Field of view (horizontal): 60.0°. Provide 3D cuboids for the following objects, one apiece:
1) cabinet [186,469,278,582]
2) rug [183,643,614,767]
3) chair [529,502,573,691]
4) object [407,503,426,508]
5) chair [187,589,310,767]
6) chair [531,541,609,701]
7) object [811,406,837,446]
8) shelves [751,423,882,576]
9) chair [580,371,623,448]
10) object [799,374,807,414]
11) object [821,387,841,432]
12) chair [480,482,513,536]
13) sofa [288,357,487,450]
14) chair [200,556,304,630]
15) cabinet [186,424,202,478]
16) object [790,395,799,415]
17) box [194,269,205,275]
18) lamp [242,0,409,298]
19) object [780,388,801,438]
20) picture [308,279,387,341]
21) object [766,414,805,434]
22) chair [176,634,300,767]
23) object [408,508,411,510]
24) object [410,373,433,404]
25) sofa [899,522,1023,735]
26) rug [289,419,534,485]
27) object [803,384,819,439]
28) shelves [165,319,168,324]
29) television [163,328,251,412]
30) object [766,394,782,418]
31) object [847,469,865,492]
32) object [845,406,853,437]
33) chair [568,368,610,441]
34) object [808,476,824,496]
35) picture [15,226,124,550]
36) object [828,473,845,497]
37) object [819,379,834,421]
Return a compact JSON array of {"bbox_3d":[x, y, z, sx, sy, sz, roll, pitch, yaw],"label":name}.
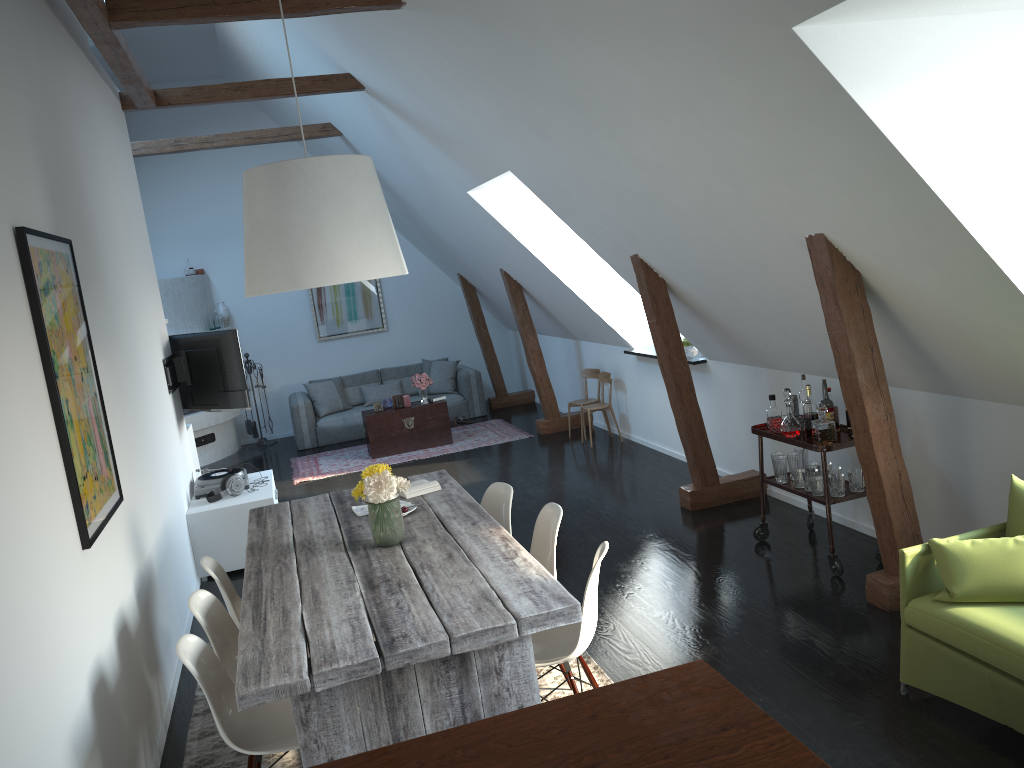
[{"bbox_3d":[-2.107,1.065,6.874,0.623,0.507,1.069,-10,8,-14],"label":"cabinet"},{"bbox_3d":[-0.531,1.479,4.106,1.898,0.022,2.677,-10,8,-14],"label":"rug"},{"bbox_3d":[0.016,1.000,4.112,0.542,0.801,0.465,-10,8,-13],"label":"chair"},{"bbox_3d":[-0.527,0.618,4.440,0.194,0.022,0.019,-8,8,1],"label":"object"},{"bbox_3d":[-0.981,1.206,3.666,0.542,0.801,0.465,-9,8,-8],"label":"chair"},{"bbox_3d":[0.167,1.057,3.558,0.542,0.801,0.465,-7,8,11],"label":"chair"},{"bbox_3d":[1.701,0.231,4.840,0.101,0.211,0.101,-8,8,1],"label":"object"},{"bbox_3d":[1.794,0.626,5.195,0.438,0.732,0.803,-11,8,-18],"label":"shelves"},{"bbox_3d":[0.864,0.250,8.930,0.342,0.696,0.329,-10,8,-13],"label":"chair"},{"bbox_3d":[1.762,0.101,5.320,0.073,0.320,0.073,-12,9,-24],"label":"object"},{"bbox_3d":[1.843,0.148,5.135,0.067,0.257,0.099,-10,8,-9],"label":"object"},{"bbox_3d":[-0.209,0.965,4.588,0.542,0.801,0.465,-12,9,-28],"label":"chair"},{"bbox_3d":[-1.666,0.192,11.671,2.458,0.770,1.107,-10,8,-14],"label":"sofa"},{"bbox_3d":[-1.112,1.152,4.183,0.542,0.801,0.465,-11,8,-18],"label":"chair"},{"bbox_3d":[-3.106,0.906,7.517,0.869,0.921,0.638,-10,8,-14],"label":"cabinet"},{"bbox_3d":[1.731,0.160,5.442,0.052,0.182,0.135,-5,9,22],"label":"object"},{"bbox_3d":[-4.113,-1.440,11.502,0.229,0.078,0.127,-10,8,-14],"label":"box"},{"bbox_3d":[-1.006,-1.796,3.602,0.697,2.813,0.757,-3,10,35],"label":"lamp"},{"bbox_3d":[1.600,0.167,5.117,0.114,0.292,0.114,-15,11,-42],"label":"object"},{"bbox_3d":[-2.277,-1.249,12.104,0.965,1.185,0.025,-10,8,-14],"label":"picture"},{"bbox_3d":[1.642,0.239,5.274,0.245,0.092,0.151,-6,8,14],"label":"object"},{"bbox_3d":[-0.855,1.252,3.212,0.542,0.801,0.465,-10,8,-13],"label":"chair"},{"bbox_3d":[-0.561,0.631,4.427,0.110,0.011,0.058,-10,8,-11],"label":"object"},{"bbox_3d":[-1.019,0.041,10.050,0.235,0.351,0.234,-3,10,35],"label":"object"},{"bbox_3d":[2.241,0.872,2.677,0.898,0.825,2.093,-10,8,-15],"label":"sofa"},{"bbox_3d":[-1.188,0.729,10.091,2.647,0.029,1.512,-10,8,-14],"label":"rug"},{"bbox_3d":[1.703,0.154,5.057,0.081,0.307,0.081,-9,8,-9],"label":"object"},{"bbox_3d":[-3.639,-0.376,7.143,1.604,0.038,0.478,-10,8,-14],"label":"shelves"},{"bbox_3d":[-2.594,-0.042,6.910,1.005,0.652,0.537,-1,10,40],"label":"television"},{"bbox_3d":[1.598,0.167,5.418,0.087,0.206,0.087,-7,8,10],"label":"object"},{"bbox_3d":[1.930,0.542,4.965,0.095,0.119,0.095,-2,10,37],"label":"object"},{"bbox_3d":[1.905,0.139,4.952,0.081,0.308,0.081,-11,9,-22],"label":"object"},{"bbox_3d":[0.775,0.207,9.322,0.342,0.696,0.329,-13,9,-31],"label":"chair"},{"bbox_3d":[1.722,0.577,5.000,0.092,0.099,0.092,-14,10,-36],"label":"object"},{"bbox_3d":[-1.752,-0.010,3.568,0.036,1.181,0.808,-10,8,-14],"label":"picture"},{"bbox_3d":[1.807,0.564,4.930,0.095,0.119,0.095,-2,10,37],"label":"object"},{"bbox_3d":[1.779,0.137,5.012,0.080,0.329,0.080,-12,9,-24],"label":"object"}]
